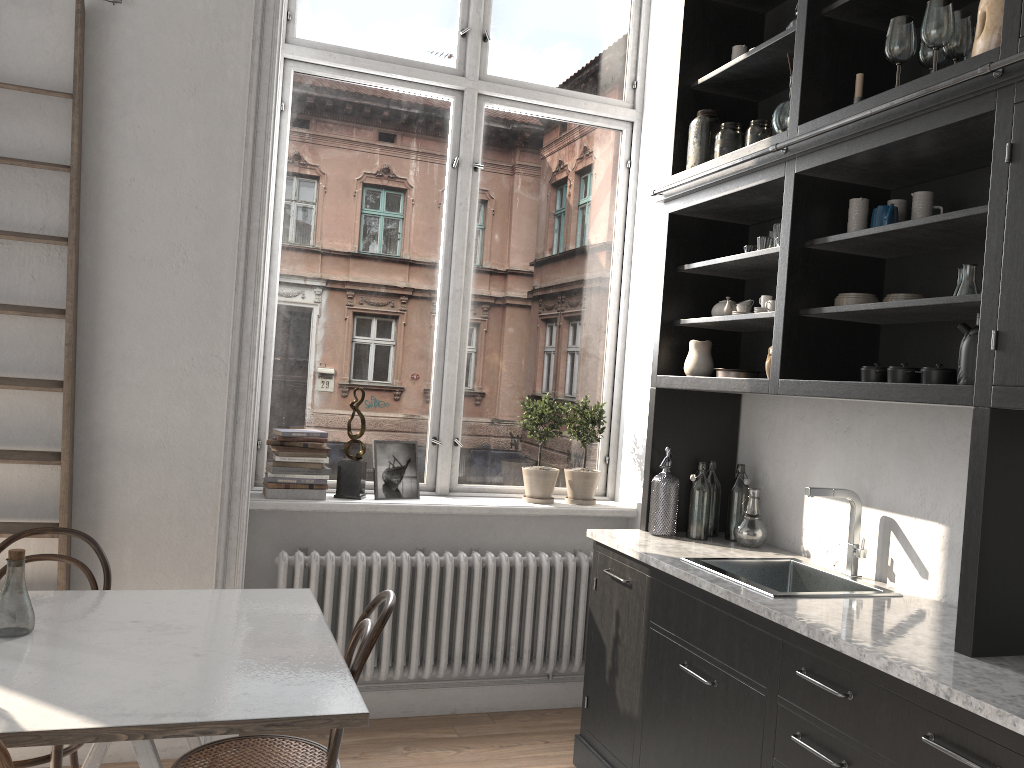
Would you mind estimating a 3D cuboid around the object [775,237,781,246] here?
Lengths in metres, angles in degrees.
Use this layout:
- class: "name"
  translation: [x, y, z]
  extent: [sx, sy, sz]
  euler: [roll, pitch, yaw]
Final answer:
- class: "object"
  translation: [0.940, -0.477, 3.053]
  extent: [0.071, 0.047, 0.071]
  euler: [4, 0, 19]

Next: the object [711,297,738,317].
- class: "object"
  translation: [0.848, -0.293, 3.494]
  extent: [0.140, 0.100, 0.125]
  euler: [4, 0, -38]

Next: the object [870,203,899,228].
- class: "object"
  translation: [1.125, -0.486, 2.682]
  extent: [0.082, 0.093, 0.140]
  euler: [4, 0, 36]

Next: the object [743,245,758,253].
- class: "object"
  translation: [0.887, -0.481, 3.268]
  extent: [0.071, 0.047, 0.071]
  euler: [4, 0, 19]

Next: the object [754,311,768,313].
- class: "object"
  translation: [0.913, -0.252, 3.187]
  extent: [0.085, 0.015, 0.085]
  euler: [4, 0, -33]

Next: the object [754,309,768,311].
- class: "object"
  translation: [0.914, -0.258, 3.187]
  extent: [0.085, 0.016, 0.085]
  euler: [4, 0, 12]

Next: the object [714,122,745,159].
- class: "object"
  translation: [0.823, -0.898, 3.346]
  extent: [0.114, 0.155, 0.114]
  euler: [4, 0, -16]

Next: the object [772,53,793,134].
- class: "object"
  translation: [0.940, -0.990, 2.942]
  extent: [0.134, 0.357, 0.134]
  euler: [4, 1, 26]

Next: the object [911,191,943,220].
- class: "object"
  translation: [1.229, -0.500, 2.636]
  extent: [0.059, 0.135, 0.082]
  euler: [4, 1, -36]

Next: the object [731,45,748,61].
- class: "object"
  translation: [0.896, -1.260, 3.512]
  extent: [0.059, 0.135, 0.082]
  euler: [4, 0, 9]

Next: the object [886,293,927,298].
- class: "object"
  translation: [1.197, -0.251, 2.696]
  extent: [0.112, 0.036, 0.112]
  euler: [4, 0, 23]

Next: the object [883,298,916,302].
- class: "object"
  translation: [1.196, -0.235, 2.696]
  extent: [0.132, 0.038, 0.132]
  euler: [4, 0, 28]

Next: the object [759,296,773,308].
- class: "object"
  translation: [0.915, -0.290, 3.193]
  extent: [0.039, 0.055, 0.049]
  euler: [4, 0, 1]

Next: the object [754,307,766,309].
- class: "object"
  translation: [0.913, -0.265, 3.189]
  extent: [0.085, 0.016, 0.085]
  euler: [4, 0, 21]

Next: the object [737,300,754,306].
- class: "object"
  translation: [0.874, -0.296, 3.336]
  extent: [0.055, 0.047, 0.058]
  euler: [4, 0, -4]

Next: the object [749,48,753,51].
- class: "object"
  translation: [0.953, -1.236, 3.419]
  extent: [0.096, 0.095, 0.096]
  euler: [4, 0, 15]

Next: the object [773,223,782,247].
- class: "object"
  translation: [0.946, -0.507, 3.123]
  extent: [0.060, 0.107, 0.060]
  euler: [4, 0, 8]

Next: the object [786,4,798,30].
- class: "object"
  translation: [1.030, -1.292, 3.101]
  extent: [0.132, 0.219, 0.132]
  euler: [4, 1, -45]

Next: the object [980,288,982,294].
- class: "object"
  translation: [1.228, -0.293, 2.228]
  extent: [0.083, 0.158, 0.083]
  euler: [4, 1, -35]

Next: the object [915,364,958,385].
- class: "object"
  translation: [1.128, -0.024, 2.343]
  extent: [0.104, 0.059, 0.088]
  euler: [4, 0, -11]

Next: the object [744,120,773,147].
- class: "object"
  translation: [0.907, -0.889, 3.268]
  extent: [0.096, 0.150, 0.096]
  euler: [4, 0, -31]

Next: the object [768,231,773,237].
- class: "object"
  translation: [0.969, -0.505, 3.262]
  extent: [0.060, 0.107, 0.060]
  euler: [4, 1, 38]

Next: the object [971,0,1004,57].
- class: "object"
  translation: [1.201, -0.925, 2.202]
  extent: [0.094, 0.267, 0.116]
  euler: [4, 1, 23]

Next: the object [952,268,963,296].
- class: "object"
  translation: [1.214, -0.263, 2.387]
  extent: [0.058, 0.094, 0.058]
  euler: [4, 0, 20]

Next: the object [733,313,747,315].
- class: "object"
  translation: [0.872, -0.255, 3.335]
  extent: [0.085, 0.015, 0.085]
  euler: [4, 0, -6]

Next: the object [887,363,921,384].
- class: "object"
  translation: [1.075, -0.028, 2.431]
  extent: [0.088, 0.059, 0.104]
  euler: [4, 0, -41]

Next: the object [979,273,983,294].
- class: "object"
  translation: [1.305, -0.256, 2.434]
  extent: [0.058, 0.094, 0.058]
  euler: [4, 1, -42]

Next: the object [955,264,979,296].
- class: "object"
  translation: [1.193, -0.264, 2.317]
  extent: [0.058, 0.094, 0.058]
  euler: [4, 0, 20]

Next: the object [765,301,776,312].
- class: "object"
  translation: [0.914, -0.265, 3.125]
  extent: [0.049, 0.054, 0.039]
  euler: [4, 0, 6]

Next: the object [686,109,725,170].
- class: "object"
  translation: [0.760, -0.944, 3.474]
  extent: [0.118, 0.238, 0.118]
  euler: [4, 1, -34]

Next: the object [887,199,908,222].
- class: "object"
  translation: [1.189, -0.503, 2.770]
  extent: [0.082, 0.135, 0.059]
  euler: [4, 0, 9]

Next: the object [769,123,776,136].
- class: "object"
  translation: [0.989, -0.895, 3.391]
  extent: [0.092, 0.184, 0.092]
  euler: [4, 1, 36]

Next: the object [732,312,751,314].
- class: "object"
  translation: [0.871, -0.262, 3.337]
  extent: [0.085, 0.017, 0.085]
  euler: [4, 0, -24]

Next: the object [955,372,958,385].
- class: "object"
  translation: [1.229, -0.017, 2.420]
  extent: [0.104, 0.059, 0.088]
  euler: [4, 0, 34]

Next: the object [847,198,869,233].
- class: "object"
  translation: [1.092, -0.510, 2.793]
  extent: [0.059, 0.135, 0.082]
  euler: [5, 1, 39]

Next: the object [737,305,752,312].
- class: "object"
  translation: [0.872, -0.276, 3.336]
  extent: [0.058, 0.033, 0.055]
  euler: [4, 0, -45]

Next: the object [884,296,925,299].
- class: "object"
  translation: [1.197, -0.243, 2.696]
  extent: [0.124, 0.036, 0.123]
  euler: [4, 0, -32]

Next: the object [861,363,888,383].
- class: "object"
  translation: [1.045, -0.030, 2.540]
  extent: [0.088, 0.059, 0.104]
  euler: [4, 0, -31]

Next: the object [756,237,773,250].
- class: "object"
  translation: [0.909, -0.490, 3.187]
  extent: [0.064, 0.069, 0.064]
  euler: [4, 0, 28]

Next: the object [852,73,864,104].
- class: "object"
  translation: [1.070, -0.882, 2.739]
  extent: [0.123, 0.161, 0.123]
  euler: [4, 0, -11]
